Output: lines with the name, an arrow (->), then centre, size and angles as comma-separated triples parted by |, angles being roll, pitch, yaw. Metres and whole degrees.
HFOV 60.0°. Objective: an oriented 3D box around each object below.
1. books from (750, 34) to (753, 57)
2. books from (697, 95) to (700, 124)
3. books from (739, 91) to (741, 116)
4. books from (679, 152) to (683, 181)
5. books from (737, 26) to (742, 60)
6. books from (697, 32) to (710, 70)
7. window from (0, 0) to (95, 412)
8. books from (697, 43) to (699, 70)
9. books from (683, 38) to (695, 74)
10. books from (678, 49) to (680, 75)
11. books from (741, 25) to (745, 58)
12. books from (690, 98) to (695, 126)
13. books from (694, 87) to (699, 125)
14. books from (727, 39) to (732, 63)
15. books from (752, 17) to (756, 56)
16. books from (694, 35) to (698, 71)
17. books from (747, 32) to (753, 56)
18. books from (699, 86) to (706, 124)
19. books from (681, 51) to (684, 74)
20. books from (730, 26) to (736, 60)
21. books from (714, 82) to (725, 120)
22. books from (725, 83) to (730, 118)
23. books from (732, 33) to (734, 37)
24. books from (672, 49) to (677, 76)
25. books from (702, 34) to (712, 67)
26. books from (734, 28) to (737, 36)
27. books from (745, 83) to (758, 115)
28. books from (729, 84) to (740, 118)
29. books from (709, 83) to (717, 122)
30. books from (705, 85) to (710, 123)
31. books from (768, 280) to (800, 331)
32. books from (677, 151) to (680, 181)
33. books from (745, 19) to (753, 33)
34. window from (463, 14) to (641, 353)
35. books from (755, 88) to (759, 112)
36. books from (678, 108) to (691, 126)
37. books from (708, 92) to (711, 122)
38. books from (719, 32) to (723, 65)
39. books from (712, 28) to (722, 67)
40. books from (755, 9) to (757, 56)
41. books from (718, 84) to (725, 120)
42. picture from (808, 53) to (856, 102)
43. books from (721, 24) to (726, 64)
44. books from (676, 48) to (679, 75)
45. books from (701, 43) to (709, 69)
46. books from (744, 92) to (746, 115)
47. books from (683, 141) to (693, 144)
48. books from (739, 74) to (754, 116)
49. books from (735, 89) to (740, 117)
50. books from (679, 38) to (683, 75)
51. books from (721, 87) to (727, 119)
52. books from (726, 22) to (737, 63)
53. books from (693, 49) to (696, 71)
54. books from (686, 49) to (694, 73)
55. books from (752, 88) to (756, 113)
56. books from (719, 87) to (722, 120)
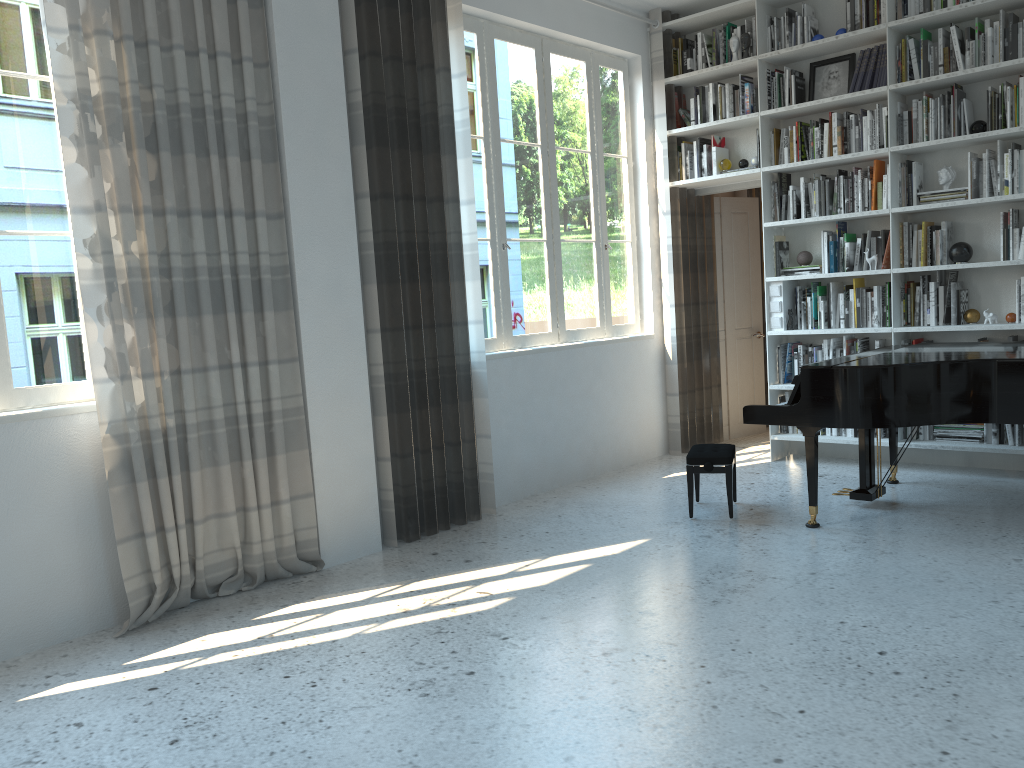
books -> 1.690, -2.302, 6.110 | 0.028, 0.185, 0.167 | 2, 8, 42
books -> 1.397, -1.963, 6.415 | 0.022, 0.228, 0.171 | 2, 8, 42
books -> 1.646, -1.947, 6.229 | 0.029, 0.198, 0.144 | 2, 8, 42
books -> 1.291, -1.599, 6.576 | 0.013, 0.222, 0.162 | 2, 8, 42
books -> 1.621, -2.337, 6.165 | 0.021, 0.254, 0.179 | 2, 8, 42
books -> 1.396, -2.356, 6.357 | 0.028, 0.284, 0.189 | 2, 8, 42
window -> -8.276, -9.371, 19.541 | 18.512, 18.564, 32.795 | -9, 8, -44
books -> 1.385, -2.329, 6.385 | 0.024, 0.227, 0.157 | 2, 8, 42
books -> 1.302, -2.350, 6.432 | 0.025, 0.270, 0.177 | 2, 8, 42
books -> 1.265, -2.329, 6.485 | 0.023, 0.223, 0.150 | 2, 8, 42
books -> 1.637, -2.340, 6.146 | 0.027, 0.259, 0.146 | 2, 8, 42
books -> 1.358, -1.960, 6.467 | 0.034, 0.218, 0.166 | 2, 8, 42
books -> 1.374, -2.000, 6.449 | 0.011, 0.297, 0.162 | 2, 8, 42
books -> 1.561, -2.305, 6.221 | 0.024, 0.187, 0.159 | 2, 8, 42
books -> 1.705, -2.352, 6.088 | 0.022, 0.287, 0.175 | 2, 8, 42
books -> 1.365, -2.356, 6.387 | 0.010, 0.281, 0.160 | 2, 8, 42
books -> 1.673, -2.313, 6.129 | 0.023, 0.205, 0.145 | 2, 8, 42
books -> 1.409, -1.990, 6.393 | 0.023, 0.283, 0.185 | 2, 8, 42
books -> 1.290, -2.314, 6.456 | 0.024, 0.195, 0.167 | 2, 8, 42
books -> 1.577, -2.350, 6.209 | 0.013, 0.275, 0.158 | 2, 8, 42
books -> 1.503, -1.994, 6.329 | 0.037, 0.292, 0.155 | 2, 8, 42
books -> 1.563, -1.977, 6.263 | 0.025, 0.261, 0.166 | 2, 8, 42
books -> 1.590, -2.325, 6.199 | 0.021, 0.226, 0.156 | 2, 8, 42
books -> 1.226, -2.326, 6.504 | 0.014, 0.219, 0.188 | 2, 8, 42
books -> 1.433, -2.343, 6.305 | 0.057, 0.263, 0.190 | 2, 8, 42
books -> 1.598, -2.332, 6.174 | 0.025, 0.244, 0.167 | 2, 8, 42
books -> 1.678, -1.958, 6.156 | 0.029, 0.229, 0.191 | 2, 8, 42
books -> 1.583, -1.971, 6.245 | 0.030, 0.251, 0.165 | 2, 8, 42
books -> 1.469, -1.990, 6.334 | 0.021, 0.286, 0.178 | 2, 8, 42
books -> 1.443, -1.995, 6.393 | 0.028, 0.288, 0.132 | 2, 8, 42
books -> 1.894, -0.547, 6.154 | 0.106, 0.340, 0.306 | 2, 8, 42
books -> 1.281, -1.602, 6.584 | 0.013, 0.228, 0.179 | 2, 8, 42
books -> 1.659, -2.357, 6.140 | 0.013, 0.292, 0.154 | 2, 8, 42
window -> 0.259, -1.250, 5.798 | 0.073, 2.012, 1.980 | 2, 8, 42
books -> 1.730, -1.938, 6.131 | 0.026, 0.188, 0.154 | 2, 8, 42
books -> 1.309, -1.942, 6.529 | 0.121, 0.176, 0.129 | 2, 8, 42
books -> 1.463, -1.970, 6.377 | 0.024, 0.239, 0.155 | 2, 8, 42
books -> 1.517, -2.343, 6.275 | 0.030, 0.258, 0.130 | 2, 8, 42
books -> 1.478, -2.354, 6.283 | 0.039, 0.283, 0.181 | 2, 8, 42
books -> 1.714, -2.377, 6.069 | 0.014, 0.338, 0.167 | 2, 8, 42
books -> 1.517, -1.981, 6.307 | 0.013, 0.269, 0.162 | 2, 8, 42
picture -> 2.109, -2.001, 5.853 | 0.300, 0.300, 0.077 | 1, 8, 42
books -> 1.522, -2.364, 6.247 | 0.014, 0.304, 0.145 | 2, 8, 42
books -> 1.254, -2.333, 6.507 | 0.023, 0.228, 0.129 | 2, 8, 42
books -> 1.413, -2.316, 6.335 | 0.030, 0.206, 0.175 | 2, 8, 42
books -> 1.671, -1.938, 6.195 | 0.031, 0.183, 0.151 | 2, 8, 42
books -> 1.314, -1.641, 6.580 | 0.013, 0.303, 0.135 | 2, 8, 42
books -> 1.641, -1.996, 6.192 | 0.012, 0.304, 0.189 | 2, 8, 42
books -> 1.619, -1.953, 6.241 | 0.028, 0.212, 0.138 | 2, 8, 42
books -> 1.271, -2.359, 6.462 | 0.014, 0.286, 0.175 | 2, 8, 42
books -> 1.539, -1.969, 6.289 | 0.021, 0.244, 0.173 | 2, 8, 42
books -> 1.545, -2.370, 6.240 | 0.029, 0.315, 0.129 | 2, 8, 42
books -> 1.363, -2.315, 6.417 | 0.031, 0.196, 0.145 | 2, 8, 42
books -> 1.325, -2.308, 6.419 | 0.028, 0.186, 0.181 | 2, 8, 42
books -> 1.719, -1.944, 6.159 | 0.029, 0.196, 0.146 | 2, 8, 42
books -> 1.526, -1.971, 6.299 | 0.012, 0.249, 0.191 | 2, 8, 42
